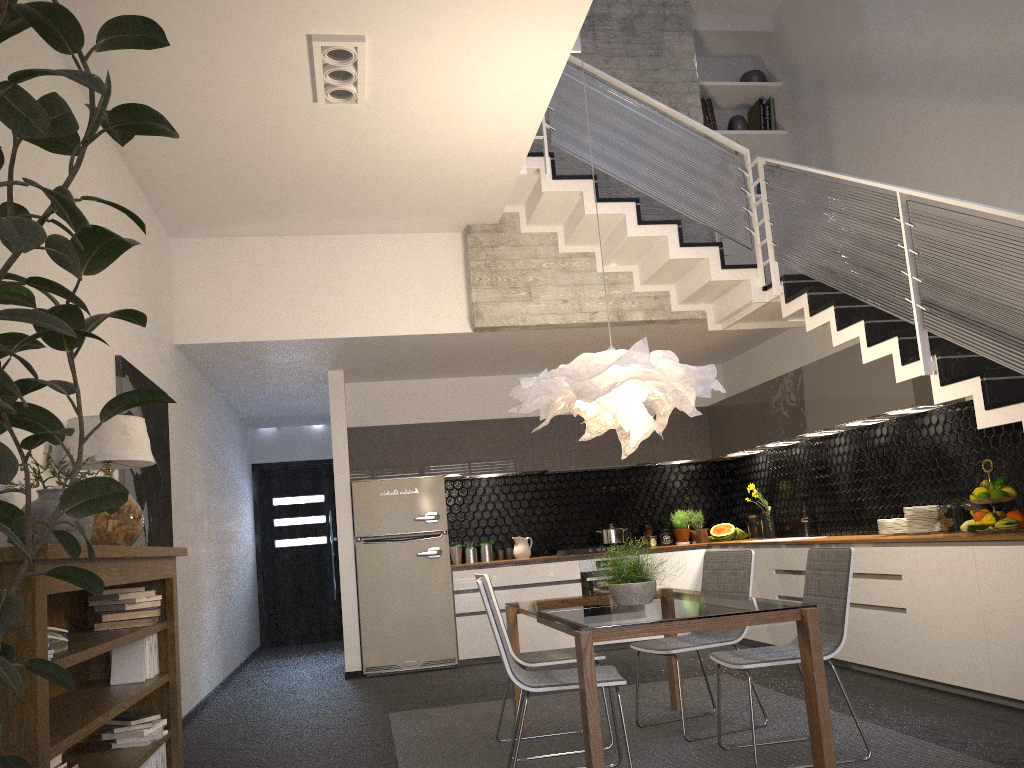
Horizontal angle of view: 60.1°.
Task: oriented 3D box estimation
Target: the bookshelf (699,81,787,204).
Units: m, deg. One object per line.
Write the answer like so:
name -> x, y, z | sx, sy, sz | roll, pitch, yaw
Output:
bookshelf -> 1.885, -2.034, 7.819 | 0.972, 1.099, 0.446 | -3, -7, -10

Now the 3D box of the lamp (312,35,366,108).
lamp -> -0.887, -1.615, 4.569 | 0.253, 0.065, 0.650 | -3, -10, -10

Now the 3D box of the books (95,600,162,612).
books -> -1.694, 0.978, 3.903 | 0.226, 0.029, 0.180 | -11, -12, 31

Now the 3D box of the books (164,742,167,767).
books -> -1.618, 1.701, 3.913 | 0.174, 0.242, 0.040 | -3, -7, -10

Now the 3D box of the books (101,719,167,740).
books -> -1.587, 1.454, 3.728 | 0.175, 0.023, 0.245 | -5, -10, -1

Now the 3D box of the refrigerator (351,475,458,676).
refrigerator -> -1.000, 1.737, 8.122 | 0.828, 1.700, 0.775 | -3, -8, -10

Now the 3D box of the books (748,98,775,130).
books -> 2.249, -2.337, 7.982 | 0.160, 0.379, 0.268 | -3, -8, -10

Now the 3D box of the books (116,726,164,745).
books -> -1.564, 1.474, 3.731 | 0.174, 0.019, 0.246 | -1, -11, -20

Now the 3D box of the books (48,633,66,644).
books -> -1.512, 0.800, 2.741 | 0.166, 0.023, 0.229 | -4, -10, -6

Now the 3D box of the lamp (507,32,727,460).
lamp -> 0.330, -2.188, 4.777 | 1.118, 5.177, 1.069 | -5, -7, 0

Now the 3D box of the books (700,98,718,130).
books -> 1.722, -2.308, 7.905 | 0.134, 0.380, 0.274 | -3, -8, -10

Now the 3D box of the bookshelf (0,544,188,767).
bookshelf -> -1.543, 1.181, 3.131 | 0.450, 1.163, 1.934 | -3, -9, -10

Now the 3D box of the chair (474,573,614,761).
chair -> 0.148, 1.429, 4.632 | 0.601, 0.913, 0.479 | -3, -8, -10

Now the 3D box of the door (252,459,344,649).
door -> -2.650, 2.120, 11.159 | 1.107, 2.300, 0.161 | -3, -7, -10

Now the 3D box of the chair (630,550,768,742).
chair -> 0.998, 1.385, 4.786 | 0.601, 0.913, 0.478 | -1, -8, -24

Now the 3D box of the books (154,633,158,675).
books -> -1.660, 1.210, 3.960 | 0.136, 0.187, 0.018 | -3, -7, -10

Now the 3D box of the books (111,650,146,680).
books -> -1.649, 1.182, 3.804 | 0.136, 0.187, 0.018 | -3, -7, -10

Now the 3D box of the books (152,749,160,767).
books -> -1.578, 1.667, 3.733 | 0.175, 0.241, 0.024 | -3, -7, -10

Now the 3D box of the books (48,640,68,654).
books -> -1.516, 0.830, 2.745 | 0.179, 0.033, 0.245 | -4, -10, -7

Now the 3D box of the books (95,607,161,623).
books -> -0.648, -2.009, 6.402 | 0.361, 6.662, 5.412 | -9, -9, 30

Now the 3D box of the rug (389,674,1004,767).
rug -> 0.657, 1.786, 4.293 | 2.369, 0.006, 3.716 | -3, -10, -10

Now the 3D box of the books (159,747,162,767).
books -> -1.601, 1.682, 3.814 | 0.174, 0.242, 0.019 | -3, -7, -10

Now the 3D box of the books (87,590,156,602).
books -> -1.713, 0.930, 3.885 | 0.244, 0.023, 0.175 | -12, -12, 34

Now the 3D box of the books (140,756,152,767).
books -> -1.566, 1.648, 3.613 | 0.174, 0.233, 0.101 | -3, -8, -10

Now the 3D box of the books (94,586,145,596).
books -> -1.722, 0.907, 3.885 | 0.205, 0.022, 0.156 | 0, -11, -25

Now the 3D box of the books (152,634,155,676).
books -> -1.650, 1.200, 3.907 | 0.135, 0.188, 0.015 | -3, -7, -10

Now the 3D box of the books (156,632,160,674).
books -> -1.663, 1.214, 3.984 | 0.135, 0.188, 0.031 | -3, -7, -10

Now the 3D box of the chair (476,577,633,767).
chair -> 0.179, 1.297, 3.897 | 0.601, 0.913, 0.478 | -5, -8, -1

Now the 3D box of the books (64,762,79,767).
books -> -1.508, 1.235, 2.777 | 0.225, 0.029, 0.181 | -4, -10, -7

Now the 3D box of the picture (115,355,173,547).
picture -> -2.199, 0.951, 5.376 | 0.033, 2.014, 1.242 | -4, -8, -10

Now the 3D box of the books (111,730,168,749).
books -> -1.563, 1.493, 3.723 | 0.155, 0.020, 0.207 | -5, -10, 0

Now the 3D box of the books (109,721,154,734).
books -> -1.600, 1.429, 3.715 | 0.155, 0.022, 0.207 | 1, -11, -30

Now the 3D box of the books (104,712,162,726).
books -> -1.606, 1.408, 3.723 | 0.222, 0.023, 0.148 | -11, -11, 30

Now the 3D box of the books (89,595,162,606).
books -> -1.703, 0.954, 3.902 | 0.244, 0.019, 0.175 | -7, -10, 14

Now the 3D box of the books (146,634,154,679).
books -> -1.632, 1.187, 3.844 | 0.136, 0.187, 0.018 | -3, -7, -10

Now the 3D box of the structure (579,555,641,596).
structure -> 0.892, 1.955, 8.467 | 0.587, 0.584, 0.589 | -3, -9, -10

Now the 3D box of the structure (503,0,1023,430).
structure -> 0.612, -2.132, 5.847 | 4.231, 8.251, 8.528 | -3, -9, -10

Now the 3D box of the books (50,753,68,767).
books -> -1.528, 1.187, 2.773 | 0.216, 0.068, 0.159 | -5, -9, -1

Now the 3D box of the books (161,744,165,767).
books -> -1.615, 1.696, 3.882 | 0.175, 0.241, 0.024 | -3, -7, -10

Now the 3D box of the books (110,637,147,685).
books -> -1.623, 1.172, 3.751 | 0.135, 0.181, 0.078 | -3, -8, -10

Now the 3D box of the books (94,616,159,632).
books -> -1.665, 1.033, 3.836 | 0.230, 0.034, 0.288 | -2, -10, -18

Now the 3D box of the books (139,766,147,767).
books -> -1.559, 1.660, 3.572 | 0.155, 0.193, 0.105 | -3, -8, -10

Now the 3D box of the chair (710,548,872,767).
chair -> 1.264, 1.239, 4.080 | 0.601, 0.913, 0.478 | -4, -8, -8

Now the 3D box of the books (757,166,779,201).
books -> 2.307, -1.713, 7.926 | 0.146, 0.380, 0.274 | -3, -8, -10

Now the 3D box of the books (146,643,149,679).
books -> -1.635, 1.199, 3.825 | 0.120, 0.158, 0.016 | -3, -7, -10
